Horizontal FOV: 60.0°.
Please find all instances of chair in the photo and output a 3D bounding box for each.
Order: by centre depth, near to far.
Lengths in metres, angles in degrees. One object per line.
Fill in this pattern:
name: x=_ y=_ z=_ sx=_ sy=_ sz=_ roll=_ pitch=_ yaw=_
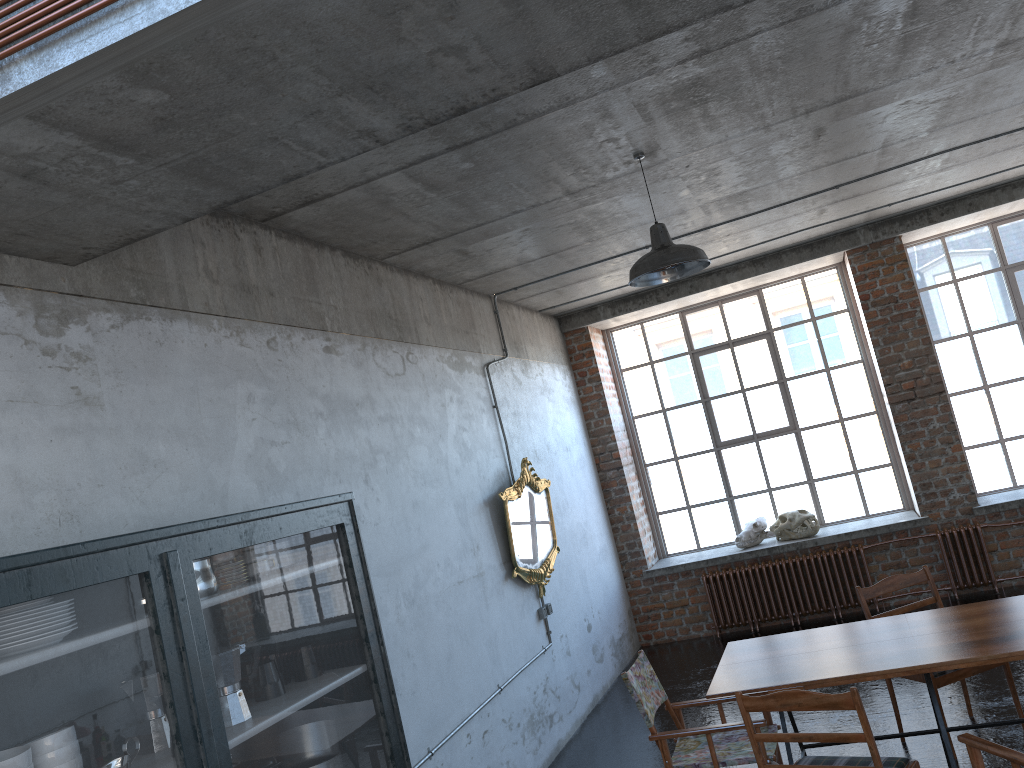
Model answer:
chair: x=2.295 y=1.581 z=3.539 sx=0.574 sy=1.031 sz=0.713 roll=-12 pitch=-6 yaw=-11
chair: x=1.517 y=1.838 z=4.076 sx=0.573 sy=1.028 sz=0.509 roll=-18 pitch=-8 yaw=38
chair: x=1.122 y=2.012 z=4.960 sx=0.713 sy=1.031 sz=0.574 roll=-15 pitch=-6 yaw=19
chair: x=2.676 y=1.717 z=5.546 sx=0.573 sy=1.028 sz=0.509 roll=-12 pitch=-6 yaw=-17

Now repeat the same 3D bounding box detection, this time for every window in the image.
window: x=8.735 y=0.449 z=8.625 sx=19.864 sy=12.900 sz=0.747 roll=-15 pitch=-6 yaw=19

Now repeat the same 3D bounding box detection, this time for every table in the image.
table: x=2.686 y=1.642 z=4.450 sx=3.112 sy=0.917 sz=1.067 roll=-15 pitch=-6 yaw=19

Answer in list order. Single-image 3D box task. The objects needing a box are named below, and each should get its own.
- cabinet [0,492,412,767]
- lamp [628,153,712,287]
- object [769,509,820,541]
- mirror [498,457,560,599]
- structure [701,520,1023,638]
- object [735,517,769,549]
cabinet: x=-1.102 y=1.639 z=2.823 sx=0.572 sy=2.297 sz=2.386 roll=-15 pitch=-6 yaw=19
lamp: x=0.834 y=-1.081 z=5.310 sx=0.502 sy=0.891 sz=0.502 roll=-16 pitch=-6 yaw=23
object: x=3.080 y=1.552 z=9.772 sx=0.418 sy=0.305 sz=0.625 roll=-13 pitch=-6 yaw=-7
mirror: x=0.192 y=1.214 z=7.531 sx=0.172 sy=1.182 sz=1.339 roll=-15 pitch=-6 yaw=19
structure: x=4.562 y=1.757 z=8.851 sx=5.349 sy=0.713 sz=0.232 roll=-15 pitch=-6 yaw=19
object: x=2.695 y=1.677 z=9.974 sx=0.575 sy=0.281 sz=0.281 roll=-8 pitch=-8 yaw=-45
